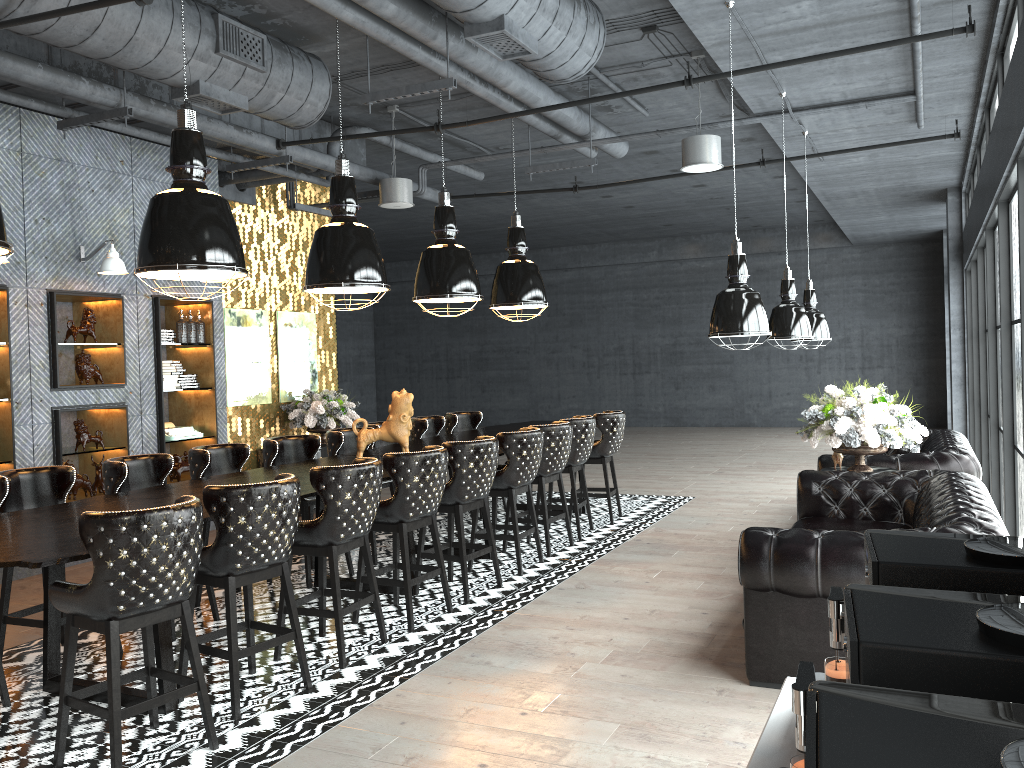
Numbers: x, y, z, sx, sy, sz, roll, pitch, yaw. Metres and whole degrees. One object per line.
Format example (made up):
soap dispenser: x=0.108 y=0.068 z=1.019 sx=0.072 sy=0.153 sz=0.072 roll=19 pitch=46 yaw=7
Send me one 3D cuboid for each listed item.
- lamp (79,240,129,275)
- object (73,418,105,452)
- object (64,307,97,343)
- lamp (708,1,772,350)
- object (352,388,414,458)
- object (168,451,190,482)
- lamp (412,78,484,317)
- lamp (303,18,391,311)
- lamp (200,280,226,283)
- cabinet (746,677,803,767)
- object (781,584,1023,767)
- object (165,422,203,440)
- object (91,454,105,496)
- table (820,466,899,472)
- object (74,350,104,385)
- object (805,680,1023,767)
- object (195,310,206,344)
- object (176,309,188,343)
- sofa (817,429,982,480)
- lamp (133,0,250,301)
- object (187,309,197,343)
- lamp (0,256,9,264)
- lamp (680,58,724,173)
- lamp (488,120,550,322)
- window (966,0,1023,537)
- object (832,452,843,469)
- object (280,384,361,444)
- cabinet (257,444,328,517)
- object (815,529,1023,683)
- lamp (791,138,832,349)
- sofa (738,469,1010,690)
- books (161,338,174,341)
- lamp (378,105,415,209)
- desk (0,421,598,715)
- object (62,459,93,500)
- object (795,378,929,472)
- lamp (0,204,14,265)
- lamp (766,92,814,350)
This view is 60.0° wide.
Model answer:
lamp: x=-3.491 y=-1.085 z=7.627 sx=0.489 sy=0.287 sz=0.244 roll=-1 pitch=2 yaw=41
object: x=-3.692 y=0.441 z=7.749 sx=0.134 sy=0.294 sz=0.256 roll=-1 pitch=1 yaw=33
object: x=-3.775 y=-0.517 z=7.760 sx=0.152 sy=0.325 sz=0.292 roll=-1 pitch=1 yaw=23
lamp: x=1.390 y=-1.293 z=5.530 sx=0.391 sy=2.161 sz=0.391 roll=-2 pitch=1 yaw=-20
object: x=-0.994 y=0.311 z=6.846 sx=0.475 sy=0.545 sz=0.249 roll=-2 pitch=1 yaw=-12
object: x=-3.232 y=0.815 z=8.787 sx=0.164 sy=0.303 sz=0.341 roll=-1 pitch=1 yaw=30
lamp: x=-0.584 y=-1.732 z=7.623 sx=0.621 sy=2.302 sz=0.621 roll=-2 pitch=1 yaw=-20
lamp: x=-1.207 y=-1.679 z=6.304 sx=0.621 sy=2.302 sz=0.621 roll=-2 pitch=1 yaw=-20
lamp: x=-2.995 y=-1.138 z=8.678 sx=0.489 sy=0.287 sz=0.244 roll=-1 pitch=2 yaw=41
cabinet: x=-3.897 y=1.320 z=0.901 sx=8.419 sy=0.826 sz=6.313 roll=-1 pitch=2 yaw=25
object: x=0.644 y=0.541 z=1.362 sx=0.503 sy=0.426 sz=0.335 roll=-1 pitch=1 yaw=25
object: x=-3.435 y=0.470 z=8.835 sx=0.484 sy=0.149 sz=0.535 roll=-1 pitch=2 yaw=24
object: x=-3.700 y=0.808 z=7.919 sx=0.116 sy=0.358 sz=0.198 roll=-2 pitch=1 yaw=-35
table: x=2.634 y=1.014 z=6.697 sx=0.572 sy=0.726 sz=0.572 roll=-2 pitch=1 yaw=-11
object: x=-3.735 y=-0.134 z=7.815 sx=0.159 sy=0.337 sz=0.242 roll=-1 pitch=1 yaw=30
object: x=0.430 y=0.560 z=0.909 sx=0.503 sy=0.426 sz=0.335 roll=-1 pitch=1 yaw=25
object: x=-3.173 y=-0.578 z=9.000 sx=0.109 sy=0.349 sz=0.109 roll=-2 pitch=1 yaw=-5
object: x=-3.273 y=-0.570 z=8.792 sx=0.109 sy=0.349 sz=0.109 roll=-2 pitch=1 yaw=-20
sofa: x=3.530 y=0.892 z=8.077 sx=1.239 sy=0.838 sz=2.566 roll=-1 pitch=2 yaw=25
lamp: x=-1.830 y=-1.625 z=4.984 sx=0.621 sy=2.302 sz=0.621 roll=-2 pitch=1 yaw=-20
object: x=-3.223 y=-0.574 z=8.896 sx=0.109 sy=0.349 sz=0.109 roll=-2 pitch=1 yaw=10
lamp: x=-3.956 y=-1.047 z=6.643 sx=0.489 sy=0.287 sz=0.244 roll=-1 pitch=2 yaw=41
lamp: x=1.678 y=-2.432 z=7.907 sx=0.381 sy=1.030 sz=0.380 roll=-2 pitch=1 yaw=15
lamp: x=0.039 y=-1.786 z=8.943 sx=0.621 sy=2.302 sz=0.621 roll=-2 pitch=1 yaw=-20
window: x=3.811 y=-0.525 z=6.882 sx=0.120 sy=3.729 sz=20.801 roll=-1 pitch=1 yaw=25
object: x=2.525 y=0.565 z=6.896 sx=0.086 sy=0.183 sz=0.136 roll=-1 pitch=1 yaw=32
object: x=-2.254 y=0.370 z=10.471 sx=0.875 sy=0.663 sz=0.847 roll=-3 pitch=2 yaw=-34
cabinet: x=-2.279 y=1.073 z=10.424 sx=0.710 sy=0.738 sz=1.386 roll=-1 pitch=1 yaw=25
object: x=0.865 y=0.522 z=1.830 sx=0.503 sy=0.426 sz=0.335 roll=-1 pitch=1 yaw=25
lamp: x=2.954 y=-1.424 z=8.841 sx=0.391 sy=2.153 sz=0.391 roll=-2 pitch=1 yaw=-20
sofa: x=2.133 y=1.012 z=5.119 sx=1.239 sy=0.838 sz=2.566 roll=-1 pitch=2 yaw=25
books: x=-3.449 y=-0.430 z=8.608 sx=0.193 sy=0.028 sz=0.245 roll=-1 pitch=2 yaw=29
lamp: x=-1.227 y=-2.383 z=9.280 sx=0.381 sy=1.045 sz=0.380 roll=-1 pitch=1 yaw=36
desk: x=-0.850 y=1.024 z=6.854 sx=1.433 sy=0.927 sz=7.596 roll=-1 pitch=2 yaw=25
object: x=-3.781 y=0.820 z=7.672 sx=0.168 sy=0.359 sz=0.266 roll=-1 pitch=1 yaw=18
object: x=2.594 y=0.322 z=6.664 sx=0.875 sy=0.663 sz=0.847 roll=-3 pitch=2 yaw=-34
lamp: x=-2.454 y=-1.571 z=3.664 sx=0.621 sy=2.302 sz=0.621 roll=-2 pitch=1 yaw=-20
lamp: x=2.320 y=-1.373 z=7.498 sx=0.391 sy=2.161 sz=0.391 roll=-2 pitch=1 yaw=-20
